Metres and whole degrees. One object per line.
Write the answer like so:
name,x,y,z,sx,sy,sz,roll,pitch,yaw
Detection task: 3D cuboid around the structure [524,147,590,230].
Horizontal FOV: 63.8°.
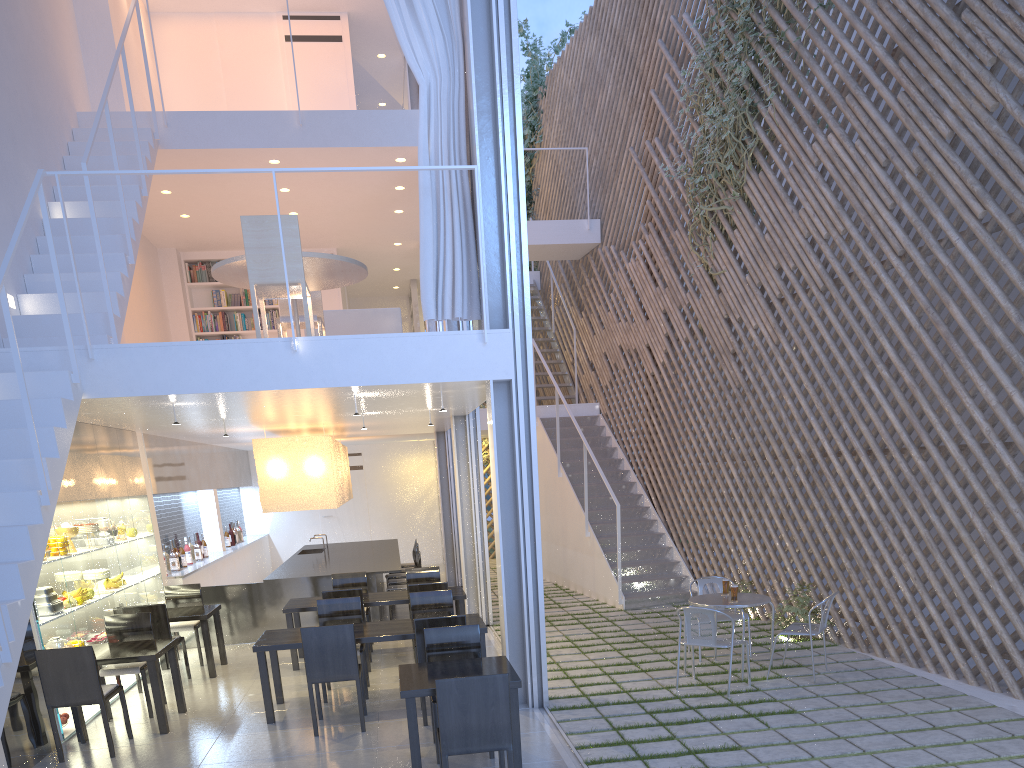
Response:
structure,0.018,-1.458,6.204,1.136,0.604,0.025,-3,15,-7

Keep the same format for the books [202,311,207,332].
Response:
books,-2.304,-0.458,6.189,0.011,0.162,0.077,-5,11,-9

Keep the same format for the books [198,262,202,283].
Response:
books,-2.303,-0.814,6.096,0.011,0.153,0.081,-5,11,-9

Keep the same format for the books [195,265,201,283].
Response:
books,-2.321,-0.805,6.104,0.021,0.138,0.066,-5,11,-9

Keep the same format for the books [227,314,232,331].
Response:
books,-2.135,-0.453,6.218,0.006,0.136,0.067,-5,11,-9

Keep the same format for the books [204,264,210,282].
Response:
books,-2.258,-0.809,6.099,0.007,0.136,0.090,-5,9,-9

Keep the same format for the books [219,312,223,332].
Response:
books,-2.187,-0.457,6.202,0.010,0.149,0.084,-5,10,-9

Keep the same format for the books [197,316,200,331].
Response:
books,-2.344,-0.440,6.185,0.006,0.128,0.085,-5,9,-9

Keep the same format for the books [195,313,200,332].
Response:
books,-2.355,-0.450,6.182,0.015,0.150,0.083,-5,10,-9

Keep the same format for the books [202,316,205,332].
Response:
books,-2.311,-0.441,6.194,0.006,0.127,0.076,-5,10,-9

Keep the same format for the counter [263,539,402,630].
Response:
counter,-1.237,1.471,6.165,0.812,0.388,2.442,-3,-5,-9

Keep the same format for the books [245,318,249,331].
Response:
books,-2.005,-0.444,6.242,0.021,0.104,0.059,-5,10,-9

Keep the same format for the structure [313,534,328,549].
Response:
structure,-1.567,1.292,6.737,0.112,0.131,0.032,-4,14,-7

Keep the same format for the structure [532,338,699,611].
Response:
structure,0.367,0.574,5.948,1.174,2.066,1.878,-6,6,-15

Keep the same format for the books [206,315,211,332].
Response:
books,-2.274,-0.446,6.193,0.015,0.133,0.084,-5,9,-9

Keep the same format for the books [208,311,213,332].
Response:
books,-2.260,-0.460,6.192,0.015,0.161,0.082,-5,11,-9

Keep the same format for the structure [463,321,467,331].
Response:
structure,-0.141,-0.319,3.786,0.028,0.574,1.646,-5,-3,-9

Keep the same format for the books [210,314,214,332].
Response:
books,-2.249,-0.449,6.193,0.005,0.136,0.090,-5,9,-9

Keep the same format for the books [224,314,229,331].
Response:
books,-2.145,-0.451,6.208,0.015,0.131,0.087,-5,9,-9

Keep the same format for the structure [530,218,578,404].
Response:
structure,0.118,-0.674,7.465,0.532,1.991,1.190,-7,10,-14

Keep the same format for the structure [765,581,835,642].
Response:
structure,1.462,1.156,4.187,0.291,0.341,0.304,-6,6,-23

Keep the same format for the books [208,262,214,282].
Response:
books,-2.226,-0.818,6.107,0.024,0.153,0.078,-5,11,-9

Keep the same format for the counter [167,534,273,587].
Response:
counter,-2.305,1.561,6.645,0.232,0.449,3.525,-5,-5,-9

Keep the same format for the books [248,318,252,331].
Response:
books,-1.984,-0.445,6.245,0.021,0.104,0.059,-5,10,-9

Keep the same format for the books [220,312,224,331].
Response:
books,-2.177,-0.460,6.202,0.009,0.154,0.084,-5,10,-9

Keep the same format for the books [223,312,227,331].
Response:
books,-2.159,-0.461,6.206,0.011,0.153,0.081,-5,11,-9

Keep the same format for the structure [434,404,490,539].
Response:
structure,-0.310,0.856,8.549,1.141,2.114,0.269,-4,15,-7

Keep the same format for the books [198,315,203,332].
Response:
books,-2.330,-0.442,6.186,0.021,0.130,0.087,-5,9,-9

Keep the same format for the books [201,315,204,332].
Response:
books,-2.317,-0.443,6.186,0.006,0.130,0.090,-5,8,-9

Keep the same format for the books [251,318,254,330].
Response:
books,-1.963,-0.446,6.247,0.021,0.104,0.059,-5,10,-9

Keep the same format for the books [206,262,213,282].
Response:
books,-2.235,-0.817,6.106,0.024,0.153,0.078,-5,11,-9

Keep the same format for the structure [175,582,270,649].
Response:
structure,-1.736,1.377,4.890,0.554,0.393,0.011,-3,15,-7

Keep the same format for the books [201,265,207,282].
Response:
books,-2.273,-0.805,6.100,0.021,0.130,0.087,-5,9,-9

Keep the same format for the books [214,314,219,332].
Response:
books,-2.222,-0.450,6.208,0.021,0.138,0.066,-5,11,-9

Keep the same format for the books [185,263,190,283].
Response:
books,-2.387,-0.809,6.085,0.015,0.150,0.083,-5,10,-9

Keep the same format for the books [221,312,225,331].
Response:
books,-2.169,-0.460,6.206,0.008,0.153,0.078,-5,11,-9

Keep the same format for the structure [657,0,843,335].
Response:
structure,1.319,-1.762,4.071,0.734,2.871,2.252,-7,8,-17

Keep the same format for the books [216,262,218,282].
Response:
books,-2.179,-0.819,6.115,0.027,0.151,0.074,-5,11,-9

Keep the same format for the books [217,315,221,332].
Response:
books,-2.201,-0.447,6.205,0.018,0.128,0.080,-5,9,-9

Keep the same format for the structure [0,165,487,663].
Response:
structure,-0.643,0.157,2.213,1.361,1.890,1.365,-4,8,-8

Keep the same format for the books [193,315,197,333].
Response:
books,-2.369,-0.443,6.179,0.015,0.136,0.089,-5,9,-9

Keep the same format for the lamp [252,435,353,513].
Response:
lamp,-1.437,0.650,5.921,0.446,0.438,2.235,-4,-5,-9

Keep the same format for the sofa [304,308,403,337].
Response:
sofa,-0.875,-0.139,4.694,0.498,0.383,0.953,-4,-3,-8

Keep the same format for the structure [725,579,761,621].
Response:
structure,1.353,1.260,4.812,0.266,0.275,0.249,-3,6,0

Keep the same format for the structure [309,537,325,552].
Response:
structure,-1.519,1.257,6.415,0.112,0.131,0.032,-4,14,-7

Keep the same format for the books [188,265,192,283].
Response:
books,-2.375,-0.801,6.086,0.006,0.130,0.090,-5,8,-9

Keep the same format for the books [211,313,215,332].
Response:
books,-2.242,-0.452,6.193,0.008,0.142,0.090,-5,9,-9

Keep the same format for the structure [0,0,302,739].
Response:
structure,-0.962,-0.372,2.730,1.724,3.484,3.495,-5,5,-9

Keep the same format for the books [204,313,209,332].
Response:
books,-2.290,-0.453,6.194,0.015,0.150,0.074,-5,11,-9

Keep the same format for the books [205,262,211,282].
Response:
books,-2.244,-0.817,6.105,0.024,0.153,0.078,-5,11,-9

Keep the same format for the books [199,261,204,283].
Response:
books,-2.292,-0.819,6.098,0.011,0.162,0.077,-5,11,-9

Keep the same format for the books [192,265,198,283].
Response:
books,-2.342,-0.804,6.101,0.021,0.138,0.066,-5,11,-9

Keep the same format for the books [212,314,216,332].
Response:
books,-2.234,-0.449,6.195,0.007,0.136,0.090,-5,9,-9

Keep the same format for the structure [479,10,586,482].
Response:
structure,0.002,-0.801,8.963,1.111,4.775,3.125,-6,9,-11

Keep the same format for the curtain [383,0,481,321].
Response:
curtain,-0.427,-1.456,2.621,0.513,2.561,0.089,-5,15,-9
